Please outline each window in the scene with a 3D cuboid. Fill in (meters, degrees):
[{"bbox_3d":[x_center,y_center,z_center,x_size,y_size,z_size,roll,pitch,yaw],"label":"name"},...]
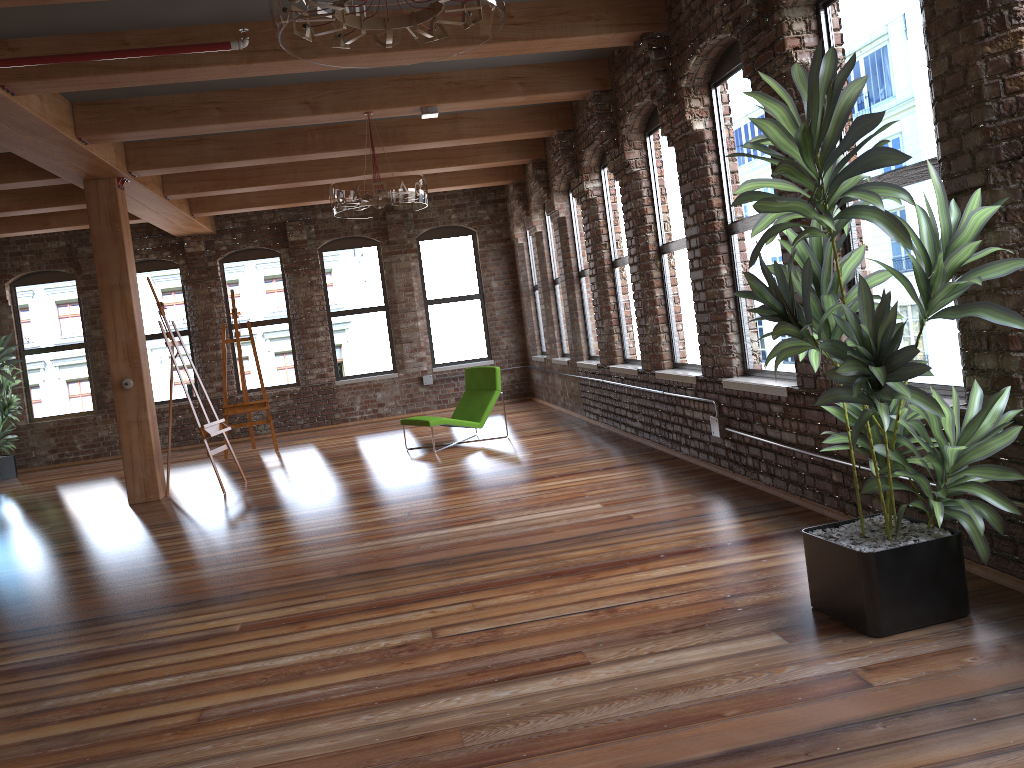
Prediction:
[{"bbox_3d":[-5.238,-0.738,13.116,0.969,2.225,0.221,-8,2,-9],"label":"window"},{"bbox_3d":[1.270,-1.139,7.049,0.236,2.212,0.969,-8,2,-8],"label":"window"},{"bbox_3d":[-6.692,-0.568,12.957,0.969,2.167,0.086,-8,2,-9],"label":"window"},{"bbox_3d":[0.584,-1.369,11.394,0.232,2.212,0.969,-8,2,-8],"label":"window"},{"bbox_3d":[1.725,-0.985,4.149,0.235,2.212,0.969,-8,2,-8],"label":"window"},{"bbox_3d":[-0.905,-1.351,13.795,0.969,2.215,0.219,-8,2,-9],"label":"window"},{"bbox_3d":[0.352,-1.447,12.870,0.232,2.212,0.969,-8,2,-8],"label":"window"},{"bbox_3d":[-3.802,-0.939,13.340,0.969,2.225,0.221,-8,2,-9],"label":"window"},{"bbox_3d":[1.495,-1.062,5.599,0.232,2.212,0.969,-8,2,-8],"label":"window"},{"bbox_3d":[-2.361,-1.146,13.567,0.969,2.215,0.219,-8,2,-9],"label":"window"},{"bbox_3d":[0.813,-1.292,9.944,0.233,2.212,0.969,-8,2,-8],"label":"window"},{"bbox_3d":[1.038,-1.215,8.498,0.230,2.212,0.969,-8,2,-8],"label":"window"}]

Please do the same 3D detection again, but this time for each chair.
[{"bbox_3d":[-0.661,0.264,9.718,0.959,0.795,0.679,-9,3,-34],"label":"chair"}]

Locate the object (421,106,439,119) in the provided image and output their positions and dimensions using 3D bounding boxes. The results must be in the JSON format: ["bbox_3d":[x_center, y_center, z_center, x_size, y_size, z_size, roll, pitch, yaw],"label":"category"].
[{"bbox_3d":[-0.693,-2.290,7.452,0.145,0.072,0.147,-8,4,-9],"label":"object"}]

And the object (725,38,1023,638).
[{"bbox_3d":[1.337,-0.184,3.356,0.966,2.101,1.082,-7,2,4],"label":"object"}]

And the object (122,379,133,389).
[{"bbox_3d":[-3.620,0.000,8.333,0.096,0.095,0.061,-8,2,-9],"label":"object"}]

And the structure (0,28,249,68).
[{"bbox_3d":[-4.838,-1.512,4.556,6.814,0.112,0.051,-8,2,-9],"label":"structure"}]

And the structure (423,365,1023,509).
[{"bbox_3d":[1.264,0.159,7.256,1.636,0.313,13.712,-8,4,-15],"label":"structure"}]

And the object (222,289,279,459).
[{"bbox_3d":[-3.486,-0.175,11.435,0.663,2.138,0.685,-8,2,-14],"label":"object"}]

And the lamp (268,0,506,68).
[{"bbox_3d":[-0.462,-1.615,3.051,0.808,0.814,0.812,-5,3,34],"label":"lamp"}]

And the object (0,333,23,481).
[{"bbox_3d":[-7.208,0.278,12.079,1.083,2.101,0.965,-9,2,-31],"label":"object"}]

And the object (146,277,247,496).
[{"bbox_3d":[-3.160,-0.010,8.598,0.685,2.138,0.663,-7,2,1],"label":"object"}]

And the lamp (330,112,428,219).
[{"bbox_3d":[-1.138,-1.843,7.346,0.808,0.814,0.812,-6,3,27],"label":"lamp"}]
